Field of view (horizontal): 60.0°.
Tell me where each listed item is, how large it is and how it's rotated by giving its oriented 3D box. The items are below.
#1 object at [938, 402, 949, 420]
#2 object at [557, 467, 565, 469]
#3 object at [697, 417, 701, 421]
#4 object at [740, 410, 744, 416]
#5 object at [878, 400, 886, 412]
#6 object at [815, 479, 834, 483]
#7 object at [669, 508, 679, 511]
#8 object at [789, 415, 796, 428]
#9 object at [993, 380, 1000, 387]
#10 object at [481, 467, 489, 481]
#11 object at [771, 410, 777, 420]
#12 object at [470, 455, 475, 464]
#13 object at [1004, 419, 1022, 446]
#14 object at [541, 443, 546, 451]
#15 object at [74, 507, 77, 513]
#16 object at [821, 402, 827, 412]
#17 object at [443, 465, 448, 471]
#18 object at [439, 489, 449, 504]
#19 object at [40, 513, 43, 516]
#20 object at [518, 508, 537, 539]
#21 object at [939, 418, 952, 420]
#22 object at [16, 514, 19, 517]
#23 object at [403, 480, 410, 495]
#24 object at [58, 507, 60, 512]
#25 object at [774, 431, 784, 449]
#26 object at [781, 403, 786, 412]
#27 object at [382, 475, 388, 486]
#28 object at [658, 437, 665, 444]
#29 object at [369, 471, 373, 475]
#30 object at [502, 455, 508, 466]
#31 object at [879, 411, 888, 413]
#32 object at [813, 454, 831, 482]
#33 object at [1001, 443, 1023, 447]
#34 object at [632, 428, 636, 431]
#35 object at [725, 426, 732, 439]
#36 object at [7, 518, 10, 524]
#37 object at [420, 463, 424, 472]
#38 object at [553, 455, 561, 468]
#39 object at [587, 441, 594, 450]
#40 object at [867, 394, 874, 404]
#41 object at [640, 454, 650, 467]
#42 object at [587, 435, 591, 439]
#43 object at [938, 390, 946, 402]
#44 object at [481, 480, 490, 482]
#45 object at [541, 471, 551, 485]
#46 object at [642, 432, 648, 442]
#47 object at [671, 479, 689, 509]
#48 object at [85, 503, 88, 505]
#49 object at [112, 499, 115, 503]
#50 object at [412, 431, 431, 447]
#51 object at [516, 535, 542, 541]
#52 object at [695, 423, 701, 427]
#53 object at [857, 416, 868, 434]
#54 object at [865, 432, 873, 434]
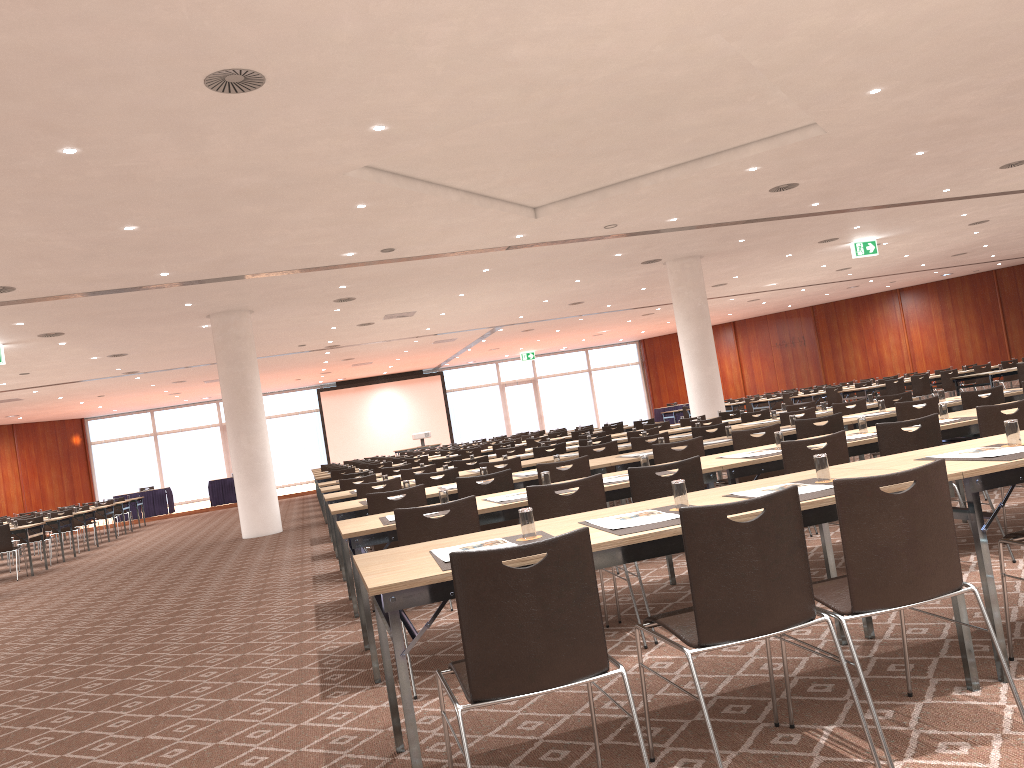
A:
[{"bbox_3d":[3.023,0.189,6.213,0.054,0.114,0.054,-8,-2,-25],"label":"object"},{"bbox_3d":[0.415,0.720,7.614,0.102,0.001,0.102,-8,-3,-25],"label":"object"},{"bbox_3d":[2.594,0.518,12.264,0.054,0.114,0.054,-11,-3,43],"label":"object"},{"bbox_3d":[3.224,0.425,12.412,0.054,0.114,0.054,-11,-3,43],"label":"object"},{"bbox_3d":[3.498,0.207,8.383,0.054,0.114,0.054,-9,-2,-2],"label":"object"},{"bbox_3d":[1.326,0.408,3.727,0.102,0.001,0.102,-11,-3,43],"label":"object"},{"bbox_3d":[0.687,0.503,3.579,0.102,0.001,0.102,-11,-3,43],"label":"object"},{"bbox_3d":[2.581,0.342,8.144,0.054,0.114,0.054,-10,-2,20],"label":"object"},{"bbox_3d":[4.752,0.022,8.694,0.054,0.114,0.054,-11,-3,43],"label":"object"},{"bbox_3d":[-0.230,0.758,7.466,0.054,0.114,0.054,-11,-3,43],"label":"object"},{"bbox_3d":[3.052,0.362,10.329,0.054,0.114,0.054,-11,-3,43],"label":"object"},{"bbox_3d":[-0.513,0.977,11.497,0.054,0.114,0.054,-9,-2,-2],"label":"object"},{"bbox_3d":[2.230,0.216,3.949,0.054,0.114,0.054,-11,-3,43],"label":"object"},{"bbox_3d":[0.417,0.840,11.737,0.054,0.114,0.054,-10,-2,20],"label":"object"},{"bbox_3d":[-9.398,2.712,19.083,0.054,0.114,0.054,-8,-2,-25],"label":"object"},{"bbox_3d":[3.684,0.268,10.469,0.054,0.114,0.054,-11,-3,43],"label":"object"},{"bbox_3d":[-0.700,0.916,9.410,0.054,0.114,0.054,-8,-2,-25],"label":"object"},{"bbox_3d":[-0.409,0.695,5.359,0.054,0.114,0.054,-8,-2,-25],"label":"object"},{"bbox_3d":[-10.038,2.806,18.921,0.054,0.114,0.054,-8,-2,-25],"label":"object"},{"bbox_3d":[0.060,0.537,3.419,0.054,0.114,0.054,-11,-3,43],"label":"object"},{"bbox_3d":[3.037,0.244,6.206,0.102,0.001,0.102,-10,-3,20],"label":"object"},{"bbox_3d":[-12.503,3.348,22.439,0.054,0.114,0.054,-11,-3,43],"label":"object"},{"bbox_3d":[-0.867,0.852,7.317,0.054,0.114,0.054,-10,-2,20],"label":"object"},{"bbox_3d":[-11.561,3.209,22.657,0.054,0.114,0.054,-8,-2,-25],"label":"object"},{"bbox_3d":[1.779,0.372,5.893,0.054,0.114,0.054,-8,-2,-25],"label":"object"},{"bbox_3d":[3.853,0.332,12.566,0.054,0.114,0.054,-10,-2,20],"label":"object"},{"bbox_3d":[-1.319,1.008,9.259,0.054,0.114,0.054,-8,-2,-25],"label":"object"},{"bbox_3d":[1.325,0.528,7.836,0.054,0.114,0.054,-10,-2,20],"label":"object"},{"bbox_3d":[-1.774,1.164,11.204,0.054,0.114,0.054,-10,-2,20],"label":"object"},{"bbox_3d":[-0.070,0.823,9.555,0.054,0.114,0.054,-11,-3,43],"label":"object"},{"bbox_3d":[3.517,0.262,8.370,0.102,0.001,0.102,-8,-3,-25],"label":"object"},{"bbox_3d":[1.308,0.353,3.741,0.054,0.114,0.054,-11,-3,43],"label":"object"},{"bbox_3d":[2.240,0.273,3.958,0.102,0.001,0.102,-11,-3,43],"label":"object"},{"bbox_3d":[1.664,0.656,12.034,0.054,0.114,0.054,-10,-2,20],"label":"object"},{"bbox_3d":[1.957,0.435,7.996,0.054,0.114,0.054,-10,-2,20],"label":"object"},{"bbox_3d":[-10.662,2.898,18.775,0.054,0.114,0.054,-8,-2,-25],"label":"object"},{"bbox_3d":[-1.146,1.071,11.353,0.054,0.114,0.054,-9,-2,-2],"label":"object"},{"bbox_3d":[0.389,0.666,7.615,0.054,0.114,0.054,-11,-3,43],"label":"object"},{"bbox_3d":[0.867,0.685,9.791,0.054,0.114,0.054,-8,-2,-25],"label":"object"},{"bbox_3d":[4.298,0.178,10.631,0.054,0.114,0.054,-8,-2,-25],"label":"object"},{"bbox_3d":[0.851,0.509,5.669,0.054,0.114,0.054,-10,-2,20],"label":"object"},{"bbox_3d":[1.039,0.748,11.885,0.054,0.114,0.054,-10,-2,20],"label":"object"},{"bbox_3d":[4.137,0.113,8.534,0.054,0.114,0.054,-11,-3,43],"label":"object"},{"bbox_3d":[-0.215,0.813,7.456,0.102,0.001,0.102,-8,-3,-25],"label":"object"},{"bbox_3d":[0.214,0.604,5.527,0.054,0.114,0.054,-9,-2,-2],"label":"object"},{"bbox_3d":[1.489,0.593,9.936,0.054,0.114,0.054,-8,-2,-25],"label":"object"},{"bbox_3d":[0.681,0.446,3.587,0.054,0.114,0.054,-10,-2,20],"label":"object"},{"bbox_3d":[-10.941,3.117,22.814,0.054,0.114,0.054,-8,-2,-25],"label":"object"},{"bbox_3d":[-10.318,3.025,22.968,0.054,0.114,0.054,-8,-2,-25],"label":"object"},{"bbox_3d":[-3.050,1.881,30.085,0.576,0.472,0.615,-8,-2,-14],"label":"object"},{"bbox_3d":[0.066,0.594,3.414,0.102,0.001,0.102,-11,-3,43],"label":"object"},{"bbox_3d":[2.120,0.499,10.088,0.054,0.114,0.054,-10,-2,20],"label":"object"},{"bbox_3d":[2.397,0.281,6.064,0.054,0.114,0.054,-8,-2,-25],"label":"object"},{"bbox_3d":[2.419,0.336,6.055,0.102,0.001,0.102,-11,-3,43],"label":"object"}]
